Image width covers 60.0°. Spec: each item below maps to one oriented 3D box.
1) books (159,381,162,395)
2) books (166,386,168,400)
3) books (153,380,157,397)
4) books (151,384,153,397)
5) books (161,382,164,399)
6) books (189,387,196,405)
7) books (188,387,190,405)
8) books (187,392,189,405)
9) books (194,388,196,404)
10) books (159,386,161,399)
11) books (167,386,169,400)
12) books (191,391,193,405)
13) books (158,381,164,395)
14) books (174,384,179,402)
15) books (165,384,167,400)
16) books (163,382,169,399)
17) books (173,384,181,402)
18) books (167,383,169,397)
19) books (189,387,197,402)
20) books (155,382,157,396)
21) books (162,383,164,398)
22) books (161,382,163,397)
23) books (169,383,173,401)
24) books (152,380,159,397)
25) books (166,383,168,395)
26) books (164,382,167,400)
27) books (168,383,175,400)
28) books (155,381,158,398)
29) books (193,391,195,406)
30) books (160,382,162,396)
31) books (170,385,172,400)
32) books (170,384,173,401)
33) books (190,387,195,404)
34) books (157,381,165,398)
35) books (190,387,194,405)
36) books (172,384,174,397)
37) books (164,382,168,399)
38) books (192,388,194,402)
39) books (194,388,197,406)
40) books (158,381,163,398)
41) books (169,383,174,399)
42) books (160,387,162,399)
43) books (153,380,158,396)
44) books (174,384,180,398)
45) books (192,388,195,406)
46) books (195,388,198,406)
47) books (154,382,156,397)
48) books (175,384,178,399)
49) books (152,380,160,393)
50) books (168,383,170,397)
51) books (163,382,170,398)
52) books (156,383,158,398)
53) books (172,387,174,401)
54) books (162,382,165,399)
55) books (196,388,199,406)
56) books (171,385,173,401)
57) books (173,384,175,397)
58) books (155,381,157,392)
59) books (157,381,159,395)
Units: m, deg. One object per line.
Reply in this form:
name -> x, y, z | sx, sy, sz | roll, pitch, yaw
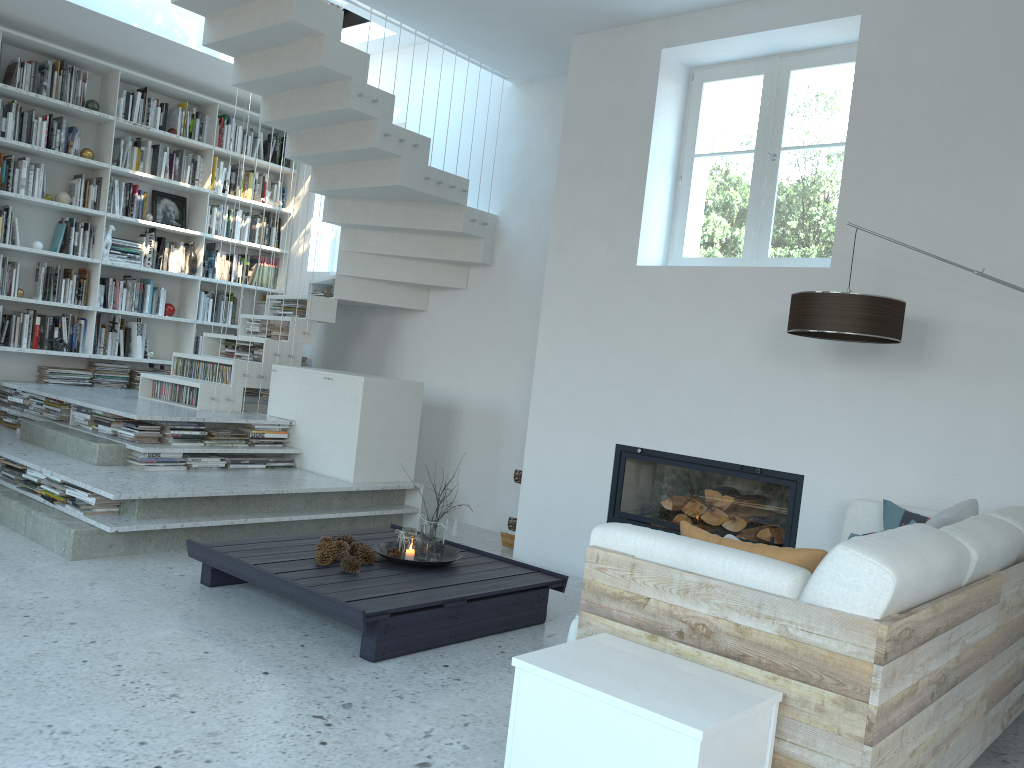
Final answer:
books -> -2.538, 0.047, 6.538 | 0.008, 0.125, 0.125 | 8, 2, 41
books -> -2.457, 0.057, 6.469 | 0.007, 0.125, 0.125 | 8, 2, 41
books -> -2.598, 0.039, 6.590 | 0.009, 0.125, 0.125 | 8, 2, 41
books -> -2.623, 0.036, 6.611 | 0.007, 0.125, 0.125 | 8, 2, 41
books -> -2.509, 0.051, 6.513 | 0.007, 0.125, 0.125 | 8, 2, 41
books -> -2.212, 0.089, 6.257 | 0.008, 0.125, 0.125 | 8, 2, 41
books -> -2.227, 0.087, 6.270 | 0.010, 0.125, 0.125 | 8, 2, 41
books -> -2.233, 0.086, 6.275 | 0.008, 0.125, 0.125 | 8, 2, 41
books -> -2.167, 0.094, 6.219 | 0.010, 0.125, 0.125 | 8, 2, 41
books -> -2.533, 0.048, 6.534 | 0.008, 0.125, 0.125 | 8, 2, 41
books -> -2.445, 0.059, 6.458 | 0.008, 0.125, 0.125 | 8, 2, 41
books -> -2.194, 0.091, 6.242 | 0.007, 0.125, 0.125 | 8, 2, 41
books -> -2.550, 0.046, 6.549 | 0.009, 0.125, 0.125 | 8, 2, 41
books -> -2.370, 0.068, 6.393 | 0.008, 0.125, 0.125 | 8, 2, 41
books -> -2.469, 0.056, 6.479 | 0.009, 0.125, 0.125 | 8, 2, 41
books -> -2.487, 0.054, 6.494 | 0.008, 0.125, 0.125 | 8, 2, 41
books -> -2.381, 0.067, 6.403 | 0.009, 0.125, 0.125 | 8, 2, 41
books -> -2.451, 0.058, 6.463 | 0.008, 0.125, 0.125 | 8, 2, 41
books -> -2.220, 0.088, 6.265 | 0.012, 0.125, 0.125 | 8, 2, 41
books -> -2.580, 0.042, 6.575 | 0.008, 0.125, 0.125 | 8, 2, 41
books -> -2.503, 0.052, 6.508 | 0.007, 0.125, 0.125 | 8, 2, 41
books -> -2.514, 0.050, 6.518 | 0.008, 0.125, 0.125 | 8, 2, 41
books -> -2.421, 0.062, 6.438 | 0.008, 0.125, 0.125 | 8, 2, 41
books -> -2.611, 0.038, 6.602 | 0.008, 0.125, 0.125 | 8, 2, 41
books -> -2.462, 0.057, 6.473 | 0.007, 0.125, 0.125 | 8, 2, 41
books -> -2.475, 0.055, 6.484 | 0.008, 0.125, 0.125 | 8, 2, 41
books -> -2.434, 0.060, 6.448 | 0.007, 0.125, 0.125 | 8, 2, 41
books -> -2.575, 0.042, 6.570 | 0.008, 0.125, 0.125 | 8, 2, 41
books -> -2.175, 0.093, 6.226 | 0.010, 0.125, 0.125 | 8, 2, 41
books -> -2.526, 0.049, 6.528 | 0.008, 0.125, 0.125 | 8, 2, 41
books -> -2.416, 0.063, 6.433 | 0.008, 0.125, 0.125 | 8, 2, 41
books -> -2.410, 0.063, 6.428 | 0.008, 0.125, 0.125 | 8, 2, 41
books -> -2.205, 0.089, 6.252 | 0.007, 0.125, 0.125 | 8, 2, 41
books -> -2.555, 0.045, 6.553 | 0.009, 0.125, 0.125 | 8, 2, 41
books -> -2.200, 0.090, 6.247 | 0.007, 0.125, 0.125 | 8, 2, 41
books -> -2.398, 0.065, 6.418 | 0.008, 0.125, 0.125 | 8, 2, 41
books -> -2.481, 0.054, 6.489 | 0.007, 0.125, 0.125 | 8, 2, 41
books -> -2.188, 0.092, 6.237 | 0.008, 0.125, 0.125 | 8, 2, 41
books -> -2.161, 0.095, 6.214 | 0.008, 0.125, 0.125 | 8, 2, 41
books -> -2.543, 0.046, 6.543 | 0.007, 0.125, 0.125 | 8, 2, 41
books -> -2.428, 0.061, 6.443 | 0.008, 0.125, 0.125 | 8, 2, 41
books -> -2.521, 0.049, 6.523 | 0.008, 0.125, 0.125 | 8, 2, 41
books -> -2.605, 0.039, 6.596 | 0.010, 0.125, 0.125 | 8, 2, 41
books -> -2.375, 0.068, 6.398 | 0.007, 0.125, 0.125 | 8, 2, 41
books -> -2.183, 0.092, 6.232 | 0.008, 0.125, 0.125 | 8, 2, 41
books -> -2.153, 0.096, 6.207 | 0.012, 0.125, 0.125 | 8, 2, 41
books -> -2.591, 0.040, 6.584 | 0.007, 0.125, 0.125 | 8, 2, 41
books -> -2.364, 0.069, 6.389 | 0.007, 0.125, 0.125 | 8, 2, 41
books -> -2.617, 0.037, 6.606 | 0.008, 0.125, 0.125 | 8, 2, 41
books -> -2.440, 0.060, 6.454 | 0.008, 0.125, 0.125 | 8, 2, 41
books -> -2.492, 0.053, 6.499 | 0.008, 0.125, 0.125 | 8, 2, 41
books -> -2.568, 0.043, 6.565 | 0.010, 0.125, 0.125 | 8, 2, 41
books -> -2.392, 0.066, 6.413 | 0.007, 0.125, 0.125 | 8, 2, 41
books -> -2.497, 0.052, 6.503 | 0.007, 0.125, 0.125 | 8, 2, 41
books -> -2.145, 0.097, 6.200 | 0.010, 0.125, 0.125 | 8, 2, 41
books -> -2.404, 0.064, 6.423 | 0.009, 0.125, 0.125 | 8, 2, 41
books -> -2.387, 0.066, 6.408 | 0.008, 0.125, 0.125 | 8, 2, 41
books -> -2.586, 0.041, 6.579 | 0.007, 0.125, 0.125 | 8, 2, 41
books -> -2.562, 0.044, 6.559 | 0.007, 0.125, 0.125 | 8, 2, 41
